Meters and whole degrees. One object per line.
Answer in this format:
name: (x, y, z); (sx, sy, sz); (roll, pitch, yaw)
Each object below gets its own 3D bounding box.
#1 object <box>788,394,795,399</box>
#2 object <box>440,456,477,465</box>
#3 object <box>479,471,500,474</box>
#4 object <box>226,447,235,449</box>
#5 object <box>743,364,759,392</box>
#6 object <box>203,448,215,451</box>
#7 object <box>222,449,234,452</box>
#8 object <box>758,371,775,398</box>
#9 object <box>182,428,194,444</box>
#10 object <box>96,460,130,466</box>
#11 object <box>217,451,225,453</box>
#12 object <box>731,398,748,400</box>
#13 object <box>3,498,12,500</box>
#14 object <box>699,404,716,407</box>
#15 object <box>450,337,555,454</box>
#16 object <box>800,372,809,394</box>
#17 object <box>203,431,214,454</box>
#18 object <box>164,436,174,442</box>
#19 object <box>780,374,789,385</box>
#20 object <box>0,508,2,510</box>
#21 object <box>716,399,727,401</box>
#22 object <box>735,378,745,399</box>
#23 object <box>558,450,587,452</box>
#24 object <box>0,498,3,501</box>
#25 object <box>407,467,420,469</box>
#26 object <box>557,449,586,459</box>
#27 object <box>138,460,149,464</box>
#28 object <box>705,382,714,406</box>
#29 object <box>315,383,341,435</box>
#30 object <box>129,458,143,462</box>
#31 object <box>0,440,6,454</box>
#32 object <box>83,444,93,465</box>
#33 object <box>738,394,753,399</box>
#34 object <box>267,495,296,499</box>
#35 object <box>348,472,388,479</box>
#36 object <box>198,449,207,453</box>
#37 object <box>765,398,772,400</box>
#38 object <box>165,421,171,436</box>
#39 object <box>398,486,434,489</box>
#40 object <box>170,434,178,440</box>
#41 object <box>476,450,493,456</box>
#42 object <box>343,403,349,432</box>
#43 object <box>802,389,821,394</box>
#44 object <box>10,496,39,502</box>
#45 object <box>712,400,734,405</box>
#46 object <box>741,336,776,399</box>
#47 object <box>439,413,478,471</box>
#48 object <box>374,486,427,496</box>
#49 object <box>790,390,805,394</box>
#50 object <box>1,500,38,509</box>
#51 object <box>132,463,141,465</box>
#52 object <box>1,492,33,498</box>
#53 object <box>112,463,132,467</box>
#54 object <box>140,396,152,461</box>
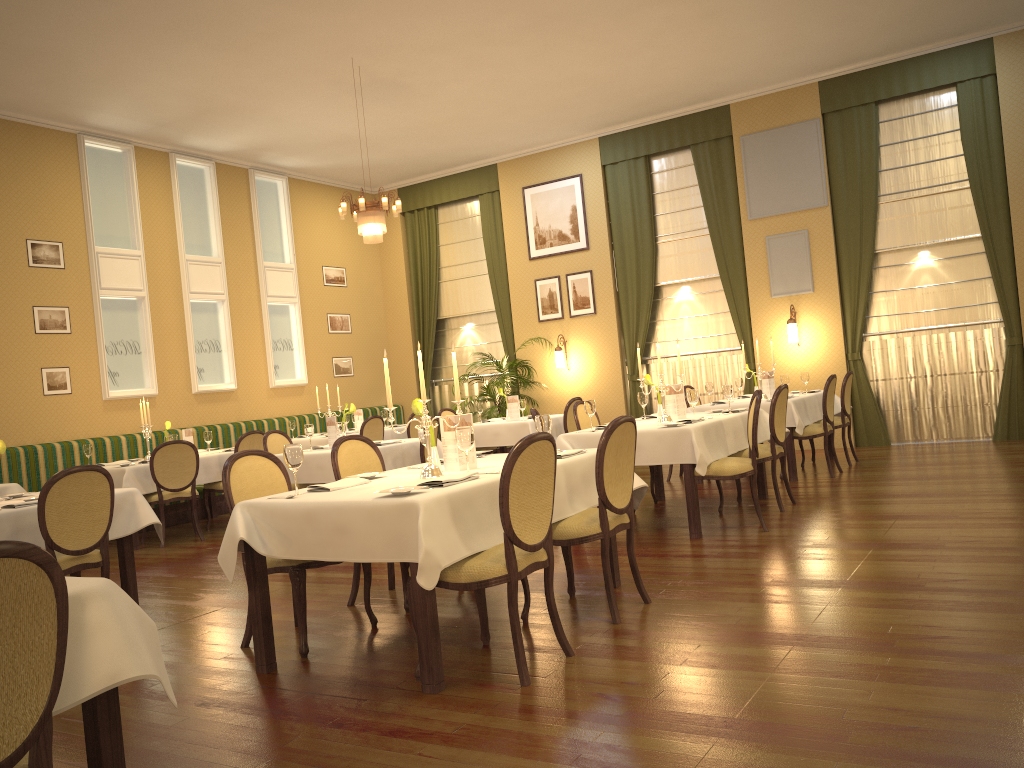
object: (2.657, 0.130, 8.666); (0.142, 0.033, 0.273); (-6, 0, 31)
object: (-0.331, 0.421, 4.958); (0.142, 0.033, 0.273); (-6, 0, 31)
object: (-0.134, 0.410, 4.085); (0.185, 0.010, 0.017); (-6, 0, 31)
object: (-2.959, 0.689, 9.394); (0.160, 0.024, 0.160); (-6, 0, 31)
object: (2.509, -0.029, 9.263); (0.076, 0.375, 0.163); (-6, 0, -37)
object: (-3.332, 0.726, 9.799); (0.160, 0.024, 0.160); (-6, 0, 31)
object: (-2.853, 0.679, 9.206); (0.142, 0.024, 0.273); (-6, 0, 31)
object: (2.661, 0.007, 9.229); (0.166, 0.277, 0.081); (-6, 0, 3)
object: (-3.313, 0.598, 9.105); (0.081, 0.277, 0.166); (-6, 0, -7)
object: (-3.916, 0.780, 8.705); (0.142, 0.033, 0.273); (-6, 0, 31)
object: (-3.007, 0.699, 9.079); (0.185, 0.010, 0.017); (-6, 0, 31)
object: (2.449, 0.160, 9.552); (0.185, 0.010, 0.017); (-6, 0, 33)
object: (-3.104, 0.703, 5.412); (0.181, 0.015, 0.038); (-6, 0, 33)
object: (1.923, 0.209, 8.719); (0.181, 0.015, 0.038); (-6, 0, 33)
object: (-0.085, 0.280, 12.401); (1.496, 1.807, 1.552); (-6, 0, 12)
object: (3.045, -0.009, 9.197); (0.088, 0.229, 0.088); (-6, 0, -11)
object: (-3.081, 0.597, 9.008); (0.088, 0.229, 0.088); (-6, 0, -11)
object: (-3.320, 0.620, 8.596); (0.088, 0.229, 0.088); (-6, 0, -11)
object: (2.726, 0.022, 8.840); (0.088, 0.229, 0.088); (-6, 0, -11)
object: (-2.794, 0.674, 4.756); (0.185, 0.010, 0.017); (-6, 0, 31)
object: (2.213, 0.177, 9.252); (0.160, 0.024, 0.160); (-6, 0, 31)
object: (2.474, 0.048, 9.627); (0.088, 0.229, 0.088); (-6, 0, -11)
object: (0.329, 0.363, 4.825); (0.181, 0.015, 0.038); (-6, 0, 33)
object: (-3.204, 0.706, 5.278); (0.142, 0.033, 0.273); (-6, 0, 31)
object: (-0.483, 0.445, 4.713); (0.185, 0.010, 0.017); (-6, 0, 33)
object: (0.261, 0.366, 4.611); (0.142, 0.024, 0.273); (-6, 0, 31)
object: (-3.389, 0.728, 8.422); (0.142, 0.033, 0.273); (-6, 0, 31)
object: (1.963, 0.098, 8.792); (0.088, 0.229, 0.088); (-6, 0, -11)
object: (-2.272, 0.309, 11.026); (0.390, 0.655, 0.131); (-6, 0, 37)
object: (-3.832, 0.775, 9.008); (0.160, 0.024, 0.160); (-6, 0, 31)
object: (-3.004, 0.512, 5.129); (0.163, 0.375, 0.076); (-6, 0, 8)
object: (-4.083, 0.695, 8.548); (0.088, 0.229, 0.088); (-6, 0, -11)
object: (2.600, 0.137, 9.797); (0.142, 0.033, 0.273); (-6, 0, 31)
object: (-1.008, 0.494, 3.880); (0.181, 0.015, 0.038); (-6, 0, 33)
object: (-0.718, 0.462, 4.413); (0.160, 0.024, 0.160); (-6, 0, 31)
object: (-3.445, 0.734, 9.553); (0.142, 0.033, 0.273); (-6, 0, 31)
object: (2.487, 0.149, 8.395); (0.160, 0.024, 0.160); (-6, 0, 31)
object: (-3.482, 0.563, 8.960); (0.076, 0.375, 0.163); (-6, 0, -37)
object: (-0.404, 0.434, 3.715); (0.181, 0.015, 0.038); (-6, 0, 33)
object: (-3.571, 0.646, 9.384); (0.088, 0.229, 0.088); (-6, 0, -17)
object: (-0.217, 0.413, 5.204); (0.160, 0.024, 0.160); (-6, 0, 31)
object: (-2.123, 0.431, 11.330); (0.076, 0.375, 0.163); (-6, 0, 18)
object: (3.192, 0.082, 9.450); (0.142, 0.024, 0.273); (-6, 0, 31)
object: (-2.746, 0.663, 5.071); (0.160, 0.024, 0.160); (-6, 0, 31)
object: (2.130, 0.182, 8.949); (0.142, 0.033, 0.273); (-6, 0, 31)
object: (2.520, -0.167, 9.030); (0.390, 0.655, 0.131); (-6, 0, -3)
object: (-0.270, 0.291, 4.390); (0.166, 0.277, 0.081); (-6, 0, 3)
object: (-0.444, 0.434, 3.556); (0.160, 0.024, 0.160); (-6, 0, 31)
object: (3.086, 0.091, 9.638); (0.160, 0.024, 0.160); (-6, 0, 31)
object: (-2.640, 0.654, 4.883); (0.142, 0.024, 0.273); (-6, 0, 31)
object: (-3.519, 0.747, 8.310); (0.181, 0.015, 0.038); (-6, 0, 33)
object: (-3.090, 0.698, 5.523); (0.160, 0.024, 0.160); (-6, 0, 31)
object: (-3.558, 0.747, 8.151); (0.160, 0.024, 0.160); (-6, 0, 31)
object: (-3.621, 0.440, 8.784); (0.131, 0.655, 0.390); (-6, 0, -44)
